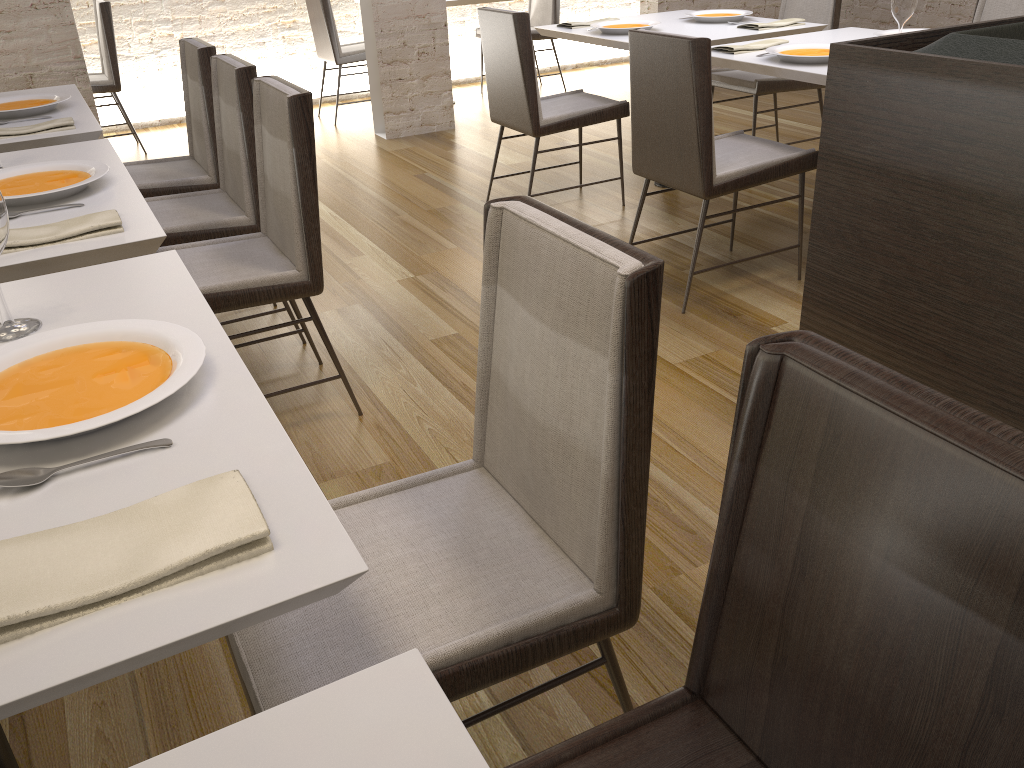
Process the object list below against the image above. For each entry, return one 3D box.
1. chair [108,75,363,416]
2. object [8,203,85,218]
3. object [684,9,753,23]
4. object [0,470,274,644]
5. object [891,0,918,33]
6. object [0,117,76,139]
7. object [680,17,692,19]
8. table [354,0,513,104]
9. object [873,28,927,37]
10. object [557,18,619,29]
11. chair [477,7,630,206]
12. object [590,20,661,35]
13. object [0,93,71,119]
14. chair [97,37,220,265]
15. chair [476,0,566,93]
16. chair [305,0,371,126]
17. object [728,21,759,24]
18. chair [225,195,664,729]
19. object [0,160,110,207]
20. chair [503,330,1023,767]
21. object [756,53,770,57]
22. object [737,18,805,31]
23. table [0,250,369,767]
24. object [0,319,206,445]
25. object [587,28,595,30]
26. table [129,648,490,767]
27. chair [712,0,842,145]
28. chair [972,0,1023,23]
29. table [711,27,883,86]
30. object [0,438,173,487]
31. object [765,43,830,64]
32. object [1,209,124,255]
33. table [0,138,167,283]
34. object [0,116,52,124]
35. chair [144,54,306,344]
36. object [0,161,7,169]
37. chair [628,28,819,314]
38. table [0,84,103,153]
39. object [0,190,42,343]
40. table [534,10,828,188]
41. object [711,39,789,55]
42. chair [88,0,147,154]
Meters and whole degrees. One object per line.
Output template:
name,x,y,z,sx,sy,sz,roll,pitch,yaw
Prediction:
chair,-0.788,-0.312,2.385,0.568,0.891,0.417,-16,30,-24
object,-0.985,-0.361,1.837,0.182,0.015,0.039,-16,31,-23
object,0.990,-1.762,4.252,0.322,0.035,0.327,6,29,17
object,-0.374,0.154,0.816,0.274,0.032,0.144,-17,31,-24
object,1.353,-1.261,3.076,0.086,0.227,0.087,-2,27,3
object,-1.439,-0.751,2.608,0.274,0.032,0.144,-17,31,-24
object,0.903,-1.823,4.397,0.186,0.010,0.017,-17,31,-24
table,-0.522,-2.443,6.494,0.940,0.747,1.023,-16,30,-24
object,1.532,-1.302,3.342,0.322,0.035,0.327,6,29,17
object,0.371,-1.757,4.318,0.274,0.032,0.144,-17,31,-24
chair,0.188,-1.250,4.045,0.568,0.891,0.417,-16,30,-24
object,0.517,-1.621,4.034,0.322,0.035,0.327,6,29,17
object,-1.609,-0.903,2.893,0.321,0.035,0.327,2,28,9
chair,-1.328,-0.771,3.294,0.568,0.891,0.417,-16,30,-24
chair,0.064,-2.680,6.730,0.568,0.891,0.417,-16,30,-24
chair,-1.089,-2.335,6.194,0.568,0.891,0.417,-16,30,-24
object,1.074,-1.680,4.107,0.182,0.015,0.039,-16,31,-23
chair,-0.119,0.256,1.259,0.568,0.891,0.417,-16,30,-24
object,-1.068,-0.443,1.982,0.321,0.035,0.327,2,28,9
chair,0.146,0.481,0.814,0.568,0.891,0.417,-16,30,-24
object,0.971,-1.225,3.267,0.182,0.015,0.039,-16,31,-23
object,1.160,-1.610,3.967,0.274,0.032,0.144,-17,31,-24
table,-0.761,0.418,1.169,0.940,0.747,1.023,-16,30,-24
object,-0.544,0.002,1.101,0.321,0.035,0.327,2,28,9
object,0.430,-1.685,4.177,0.182,0.015,0.039,-16,31,-23
table,-0.230,0.869,0.276,0.940,0.747,1.023,-16,30,-24
chair,1.341,-1.595,4.581,0.568,0.891,0.417,-16,30,-24
chair,1.880,-1.137,3.674,0.568,0.891,0.417,-16,30,-24
table,1.315,-0.886,3.410,0.940,0.747,1.023,-16,30,-24
object,-0.461,0.084,0.956,0.182,0.015,0.039,-16,31,-23
object,1.058,-1.161,3.124,0.322,0.035,0.327,6,29,17
object,-0.898,-0.291,1.697,0.274,0.032,0.144,-17,31,-24
table,-1.284,-0.027,2.050,0.940,0.747,1.023,-16,30,-24
object,-1.526,-0.821,2.748,0.182,0.015,0.039,-16,31,-23
chair,-1.054,-0.538,2.832,0.568,0.891,0.417,-16,30,-24
object,-1.263,-0.622,2.127,0.086,0.227,0.087,-2,27,3
chair,0.727,-0.792,3.138,0.568,0.891,0.417,-16,30,-24
table,-1.826,-0.487,2.961,0.940,0.747,1.023,-16,30,-24
object,-0.742,-0.179,1.251,0.086,0.227,0.087,-2,27,3
table,0.774,-1.346,4.320,0.940,0.747,1.023,-16,30,-24
object,0.912,-1.297,3.407,0.274,0.032,0.144,-17,31,-24
chair,-2.675,-1.861,5.457,0.568,0.891,0.417,-16,30,-24
